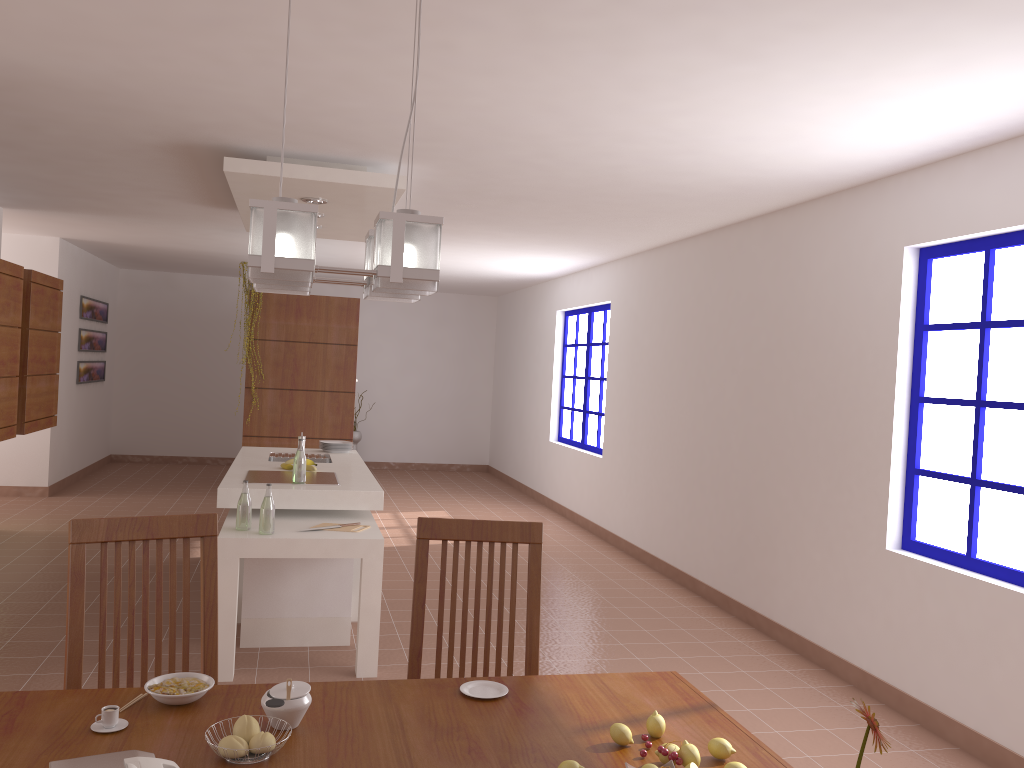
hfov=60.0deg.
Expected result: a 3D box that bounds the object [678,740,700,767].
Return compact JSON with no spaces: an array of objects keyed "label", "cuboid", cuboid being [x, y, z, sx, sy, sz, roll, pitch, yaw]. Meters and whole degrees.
[{"label":"object","cuboid":[0.327,0.684,1.633,0.039,0.049,0.039,3,1,-6]}]

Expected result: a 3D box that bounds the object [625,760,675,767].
[{"label":"object","cuboid":[0.255,0.692,1.546,0.092,0.032,0.091,3,1,-14]}]

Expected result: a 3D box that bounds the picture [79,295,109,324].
[{"label":"picture","cuboid":[-4.757,-0.839,10.117,0.015,0.248,1.408,3,1,-14]}]

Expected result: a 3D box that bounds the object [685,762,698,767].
[{"label":"object","cuboid":[0.320,0.693,1.577,0.033,0.036,0.039,3,1,24]}]

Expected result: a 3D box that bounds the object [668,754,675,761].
[{"label":"object","cuboid":[0.292,0.684,1.624,0.012,0.014,0.014,3,1,-33]}]

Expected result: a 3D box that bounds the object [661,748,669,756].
[{"label":"object","cuboid":[0.281,0.677,1.629,0.014,0.014,0.012,3,1,7]}]

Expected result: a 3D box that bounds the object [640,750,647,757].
[{"label":"object","cuboid":[0.248,0.699,1.677,0.014,0.014,0.012,3,1,-25]}]

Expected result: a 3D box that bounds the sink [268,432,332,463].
[{"label":"sink","cuboid":[-1.417,0.488,5.938,0.404,0.368,0.668,3,1,-14]}]

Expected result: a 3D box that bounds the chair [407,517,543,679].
[{"label":"chair","cuboid":[-0.094,0.891,2.098,0.444,1.063,0.574,3,1,-4]}]

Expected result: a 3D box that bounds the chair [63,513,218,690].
[{"label":"chair","cuboid":[-0.770,0.857,1.932,0.444,1.063,0.574,3,1,-33]}]

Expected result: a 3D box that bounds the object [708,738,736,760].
[{"label":"object","cuboid":[0.397,0.695,1.691,0.043,0.038,0.043,3,1,-25]}]

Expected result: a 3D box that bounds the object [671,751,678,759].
[{"label":"object","cuboid":[0.296,0.678,1.618,0.012,0.014,0.014,3,1,-33]}]

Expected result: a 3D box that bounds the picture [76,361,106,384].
[{"label":"picture","cuboid":[-4.795,-0.140,10.127,0.015,0.248,1.408,3,1,-14]}]

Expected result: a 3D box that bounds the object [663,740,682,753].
[{"label":"object","cuboid":[0.298,0.672,1.644,0.034,0.011,0.037,4,1,36]}]

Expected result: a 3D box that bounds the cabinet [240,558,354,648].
[{"label":"cabinet","cuboid":[-1.322,0.956,5.483,0.737,0.700,2.048,3,1,-14]}]

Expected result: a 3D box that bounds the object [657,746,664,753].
[{"label":"object","cuboid":[0.276,0.678,1.643,0.014,0.014,0.013,4,1,44]}]

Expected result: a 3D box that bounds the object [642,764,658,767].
[{"label":"object","cuboid":[0.241,0.679,1.538,0.043,0.038,0.042,2,1,-37]}]

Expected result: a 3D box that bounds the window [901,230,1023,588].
[{"label":"window","cuboid":[2.109,0.096,3.386,0.035,1.430,1.699,3,1,-14]}]

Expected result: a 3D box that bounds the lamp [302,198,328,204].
[{"label":"lamp","cuboid":[-1.115,-1.054,5.014,0.143,0.059,0.143,3,1,-31]}]

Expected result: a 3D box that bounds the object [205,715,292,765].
[{"label":"object","cuboid":[-0.476,0.648,1.600,0.151,0.041,0.151,4,1,36]}]

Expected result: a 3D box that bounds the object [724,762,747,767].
[{"label":"object","cuboid":[0.403,0.697,1.587,0.043,0.038,0.043,3,1,-25]}]

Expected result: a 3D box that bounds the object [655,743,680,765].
[{"label":"object","cuboid":[0.294,0.691,1.654,0.041,0.039,0.044,4,1,40]}]

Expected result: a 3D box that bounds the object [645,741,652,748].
[{"label":"object","cuboid":[0.265,0.700,1.719,0.014,0.012,0.014,3,1,-10]}]

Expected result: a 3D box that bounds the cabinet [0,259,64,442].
[{"label":"cabinet","cuboid":[-3.521,-0.208,4.917,0.754,1.200,4.718,3,1,-14]}]

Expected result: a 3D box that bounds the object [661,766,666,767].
[{"label":"object","cuboid":[0.269,0.694,1.566,0.040,0.023,0.049,4,1,32]}]

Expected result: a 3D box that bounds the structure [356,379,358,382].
[{"label":"structure","cuboid":[-1.492,0.012,8.315,0.056,0.454,0.614,3,1,-14]}]

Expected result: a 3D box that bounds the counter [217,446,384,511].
[{"label":"counter","cuboid":[-1.337,0.905,5.536,0.821,0.800,2.156,3,1,-14]}]

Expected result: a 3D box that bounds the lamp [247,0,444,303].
[{"label":"lamp","cuboid":[-0.276,-0.620,1.548,0.304,0.919,0.304,3,1,-14]}]

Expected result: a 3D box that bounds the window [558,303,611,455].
[{"label":"window","cuboid":[0.761,-0.059,8.921,0.035,1.430,1.699,3,1,-14]}]

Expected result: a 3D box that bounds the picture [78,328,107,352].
[{"label":"picture","cuboid":[-4.776,-0.489,10.122,0.015,0.248,1.408,3,1,-14]}]

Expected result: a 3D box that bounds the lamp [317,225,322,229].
[{"label":"lamp","cuboid":[-1.354,-1.082,5.990,0.143,0.059,0.143,3,1,14]}]

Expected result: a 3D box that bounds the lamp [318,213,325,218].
[{"label":"lamp","cuboid":[-1.236,-1.068,5.505,0.143,0.059,0.143,3,1,14]}]
